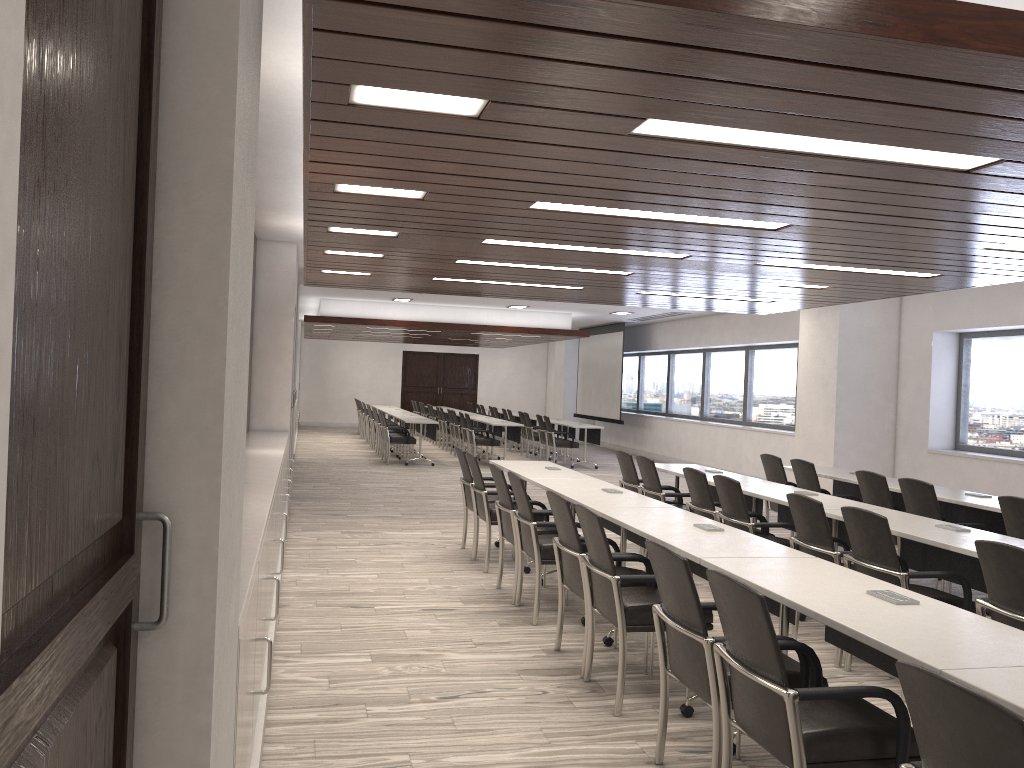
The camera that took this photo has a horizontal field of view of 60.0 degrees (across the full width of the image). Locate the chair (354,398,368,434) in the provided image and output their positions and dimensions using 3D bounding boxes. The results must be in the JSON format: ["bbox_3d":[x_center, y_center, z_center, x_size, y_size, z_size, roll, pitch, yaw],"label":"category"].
[{"bbox_3d":[-3.889,0.855,23.610,0.638,0.939,0.513,2,0,-13],"label":"chair"}]

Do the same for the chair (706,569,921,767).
[{"bbox_3d":[0.968,1.087,2.892,0.638,0.939,0.513,2,0,-13],"label":"chair"}]

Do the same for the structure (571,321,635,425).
[{"bbox_3d":[2.028,-0.310,20.775,0.438,2.329,3.550,2,0,-13],"label":"structure"}]

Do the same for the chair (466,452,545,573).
[{"bbox_3d":[-0.076,1.038,7.340,0.638,0.939,0.513,2,0,-14],"label":"chair"}]

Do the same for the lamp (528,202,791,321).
[{"bbox_3d":[1.957,-1.170,11.554,1.469,0.552,14.295,2,0,10],"label":"lamp"}]

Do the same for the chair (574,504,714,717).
[{"bbox_3d":[0.627,1.071,4.375,0.638,0.939,0.513,2,0,-13],"label":"chair"}]

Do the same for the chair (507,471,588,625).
[{"bbox_3d":[0.280,1.055,5.860,0.638,0.939,0.513,2,0,-13],"label":"chair"}]

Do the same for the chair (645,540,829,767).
[{"bbox_3d":[0.839,1.081,3.411,0.638,0.939,0.513,2,0,-13],"label":"chair"}]

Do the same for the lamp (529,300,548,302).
[{"bbox_3d":[0.504,-1.458,14.732,0.324,0.120,0.519,2,0,-13],"label":"lamp"}]

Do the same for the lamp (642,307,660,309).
[{"bbox_3d":[2.480,-1.379,15.196,0.324,0.120,0.519,2,0,-13],"label":"lamp"}]

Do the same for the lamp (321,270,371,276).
[{"bbox_3d":[-1.527,-1.051,8.184,0.464,0.045,0.236,2,0,-13],"label":"lamp"}]

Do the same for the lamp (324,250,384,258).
[{"bbox_3d":[-1.226,-1.037,6.899,0.464,0.045,0.236,2,0,-13],"label":"lamp"}]

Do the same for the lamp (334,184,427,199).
[{"bbox_3d":[-0.673,-1.011,4.543,0.464,0.045,0.236,2,0,-13],"label":"lamp"}]

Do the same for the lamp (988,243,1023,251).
[{"bbox_3d":[3.129,-0.858,5.437,0.421,0.046,0.236,2,0,-13],"label":"lamp"}]

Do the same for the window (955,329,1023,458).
[{"bbox_3d":[6.249,0.130,7.371,0.118,1.419,6.968,2,0,-13],"label":"window"}]

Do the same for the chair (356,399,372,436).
[{"bbox_3d":[-3.766,0.861,23.100,0.638,0.939,0.513,2,0,-13],"label":"chair"}]

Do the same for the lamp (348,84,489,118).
[{"bbox_3d":[-0.322,-0.994,3.044,0.464,0.045,0.236,2,0,-13],"label":"lamp"}]

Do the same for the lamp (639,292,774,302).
[{"bbox_3d":[1.981,-0.911,9.009,1.496,0.045,0.236,2,0,-13],"label":"lamp"}]

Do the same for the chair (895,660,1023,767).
[{"bbox_3d":[1.197,1.098,1.939,0.638,0.939,0.513,2,0,-14],"label":"chair"}]

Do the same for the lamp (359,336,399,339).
[{"bbox_3d":[-3.012,-1.134,21.288,1.496,0.045,0.236,2,0,-13],"label":"lamp"}]

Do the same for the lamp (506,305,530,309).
[{"bbox_3d":[0.113,-1.477,16.398,0.324,0.120,0.519,2,0,-13],"label":"lamp"}]

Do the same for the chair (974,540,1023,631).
[{"bbox_3d":[2.325,1.141,3.750,0.638,0.939,0.513,2,0,-13],"label":"chair"}]

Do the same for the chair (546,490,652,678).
[{"bbox_3d":[0.506,1.065,4.892,0.638,0.939,0.513,2,0,-14],"label":"chair"}]

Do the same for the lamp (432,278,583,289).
[{"bbox_3d":[-0.023,-0.991,8.538,1.496,0.045,0.236,2,0,-13],"label":"lamp"}]

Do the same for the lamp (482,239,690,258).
[{"bbox_3d":[0.529,-0.965,6.182,1.496,0.045,0.236,2,0,-13],"label":"lamp"}]

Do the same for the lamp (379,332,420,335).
[{"bbox_3d":[-2.460,-1.108,18.932,1.496,0.045,0.236,2,0,-13],"label":"lamp"}]

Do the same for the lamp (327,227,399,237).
[{"bbox_3d":[-0.975,-1.025,5.828,0.464,0.045,0.236,2,0,-13],"label":"lamp"}]

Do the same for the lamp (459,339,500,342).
[{"bbox_3d":[-0.757,-1.042,20.688,1.496,0.045,0.236,2,0,-13],"label":"lamp"}]

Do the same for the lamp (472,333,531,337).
[{"bbox_3d":[-0.104,-1.011,17.904,1.496,0.045,0.236,2,0,-13],"label":"lamp"}]

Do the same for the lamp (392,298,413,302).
[{"bbox_3d":[-1.967,-1.560,15.909,0.324,0.120,0.519,2,0,-13],"label":"lamp"}]

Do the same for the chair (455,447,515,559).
[{"bbox_3d":[-0.198,1.032,7.856,0.638,0.939,0.513,2,0,-14],"label":"chair"}]

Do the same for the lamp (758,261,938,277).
[{"bbox_3d":[2.534,-0.885,6.653,1.496,0.045,0.236,2,0,-13],"label":"lamp"}]

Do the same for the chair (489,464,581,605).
[{"bbox_3d":[0.147,1.048,6.364,0.638,0.939,0.513,2,0,-14],"label":"chair"}]

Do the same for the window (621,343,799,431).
[{"bbox_3d":[3.849,0.016,17.606,0.118,1.419,10.452,2,0,-13],"label":"window"}]

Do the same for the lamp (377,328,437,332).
[{"bbox_3d":[-2.109,-1.091,17.433,1.496,0.045,0.236,2,0,-13],"label":"lamp"}]

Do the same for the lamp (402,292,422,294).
[{"bbox_3d":[-1.576,-1.541,14.243,0.324,0.120,0.519,2,0,-13],"label":"lamp"}]

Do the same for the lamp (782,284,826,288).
[{"bbox_3d":[2.577,-0.885,7.793,0.421,0.046,0.236,2,0,-13],"label":"lamp"}]

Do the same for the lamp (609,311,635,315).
[{"bbox_3d":[2.089,-1.398,16.862,0.324,0.120,0.519,2,0,-13],"label":"lamp"}]

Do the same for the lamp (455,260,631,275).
[{"bbox_3d":[0.278,-0.977,7.253,1.496,0.045,0.236,2,0,-13],"label":"lamp"}]

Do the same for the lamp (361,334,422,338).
[{"bbox_3d":[-2.761,-1.122,20.217,1.496,0.045,0.236,2,0,-13],"label":"lamp"}]
